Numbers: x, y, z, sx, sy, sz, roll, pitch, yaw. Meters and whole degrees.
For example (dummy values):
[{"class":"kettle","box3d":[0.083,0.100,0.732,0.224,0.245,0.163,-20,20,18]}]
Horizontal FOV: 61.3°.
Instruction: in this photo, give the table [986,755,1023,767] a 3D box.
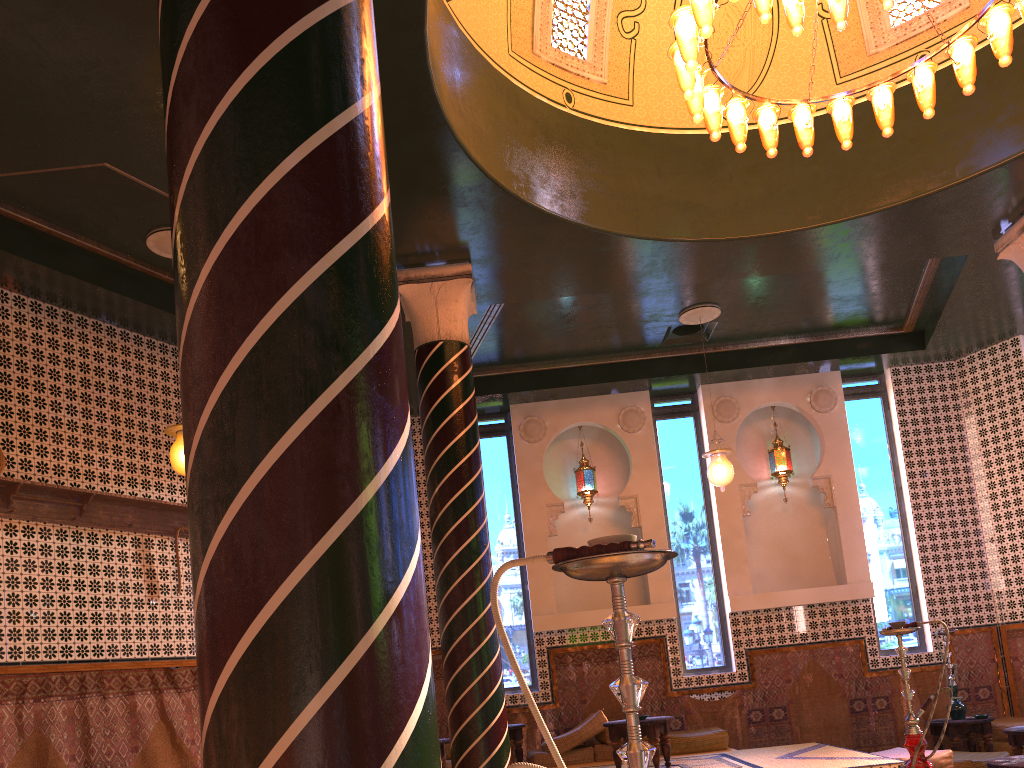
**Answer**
[{"class":"table","box3d":[4.555,3.502,7.354,0.861,0.570,0.855,-16,-18,34]}]

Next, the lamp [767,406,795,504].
[{"class":"lamp","box3d":[4.058,1.052,13.103,0.368,1.521,0.327,-11,-9,33]}]

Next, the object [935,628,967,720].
[{"class":"object","box3d":[5.973,3.951,11.771,0.307,1.219,0.467,-11,-10,35]}]

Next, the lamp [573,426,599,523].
[{"class":"lamp","box3d":[1.110,1.351,13.106,0.331,1.521,0.364,-11,-9,33]}]

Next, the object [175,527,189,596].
[{"class":"object","box3d":[-3.068,2.263,10.022,0.061,1.011,2.034,-9,-16,28]}]

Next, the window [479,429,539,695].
[{"class":"window","box3d":[-0.184,2.647,12.948,0.774,3.890,0.093,-6,-7,0]}]

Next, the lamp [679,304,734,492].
[{"class":"lamp","box3d":[2.481,0.219,10.764,0.517,2.254,0.536,-4,-7,-11]}]

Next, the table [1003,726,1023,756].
[{"class":"table","box3d":[6.075,4.184,9.768,0.842,0.570,0.874,5,-19,-34]}]

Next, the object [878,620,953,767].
[{"class":"object","box3d":[2.882,2.280,6.053,0.467,1.218,0.307,-8,-8,16]}]

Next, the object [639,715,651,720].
[{"class":"object","box3d":[1.501,3.910,10.109,0.253,0.044,0.261,-11,-19,14]}]

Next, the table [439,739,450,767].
[{"class":"table","box3d":[-1.072,4.474,10.047,0.840,0.570,0.876,-7,-15,5]}]

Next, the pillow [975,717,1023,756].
[{"class":"pillow","box3d":[7.926,3.692,9.625,1.406,1.155,6.021,2,-20,-29]}]

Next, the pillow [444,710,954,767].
[{"class":"pillow","box3d":[-0.034,3.755,7.565,10.033,1.227,10.416,-6,-19,0]}]

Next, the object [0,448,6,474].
[{"class":"object","box3d":[-4.613,0.464,7.553,0.309,0.702,0.302,-13,-11,41]}]

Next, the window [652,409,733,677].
[{"class":"window","box3d":[2.660,2.352,12.926,0.774,3.890,0.093,-6,-7,0]}]

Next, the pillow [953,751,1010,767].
[{"class":"pillow","box3d":[5.651,4.805,10.852,0.976,0.269,0.993,4,-21,-28]}]

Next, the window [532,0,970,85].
[{"class":"window","box3d":[2.174,-4.422,6.064,5.907,1.127,5.616,-19,-22,34]}]

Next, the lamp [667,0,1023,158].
[{"class":"lamp","box3d":[2.084,-4.401,5.929,2.479,4.478,2.552,-7,-10,7]}]

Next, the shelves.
[{"class":"shelves","box3d":[-3.672,1.385,9.039,0.260,0.330,4.604,-12,-20,28]}]

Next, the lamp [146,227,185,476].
[{"class":"lamp","box3d":[-3.010,-0.213,7.911,0.517,2.254,0.536,-4,-7,-11]}]

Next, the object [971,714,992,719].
[{"class":"object","box3d":[6.292,4.459,11.570,0.253,0.044,0.261,-11,-19,14]}]

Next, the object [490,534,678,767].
[{"class":"object","box3d":[0.220,0.985,2.000,0.465,1.220,0.306,-7,-7,8]}]

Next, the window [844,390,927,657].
[{"class":"window","box3d":[5.503,2.057,12.904,0.774,3.890,0.093,-6,-7,0]}]

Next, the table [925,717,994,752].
[{"class":"table","box3d":[6.102,4.845,11.698,0.842,0.570,0.874,-8,-15,9]}]

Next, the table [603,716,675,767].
[{"class":"table","box3d":[1.508,4.221,10.078,0.844,0.570,0.873,-9,-16,11]}]

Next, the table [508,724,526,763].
[{"class":"table","box3d":[-0.204,5.024,11.893,0.848,0.570,0.869,-11,-16,17]}]
